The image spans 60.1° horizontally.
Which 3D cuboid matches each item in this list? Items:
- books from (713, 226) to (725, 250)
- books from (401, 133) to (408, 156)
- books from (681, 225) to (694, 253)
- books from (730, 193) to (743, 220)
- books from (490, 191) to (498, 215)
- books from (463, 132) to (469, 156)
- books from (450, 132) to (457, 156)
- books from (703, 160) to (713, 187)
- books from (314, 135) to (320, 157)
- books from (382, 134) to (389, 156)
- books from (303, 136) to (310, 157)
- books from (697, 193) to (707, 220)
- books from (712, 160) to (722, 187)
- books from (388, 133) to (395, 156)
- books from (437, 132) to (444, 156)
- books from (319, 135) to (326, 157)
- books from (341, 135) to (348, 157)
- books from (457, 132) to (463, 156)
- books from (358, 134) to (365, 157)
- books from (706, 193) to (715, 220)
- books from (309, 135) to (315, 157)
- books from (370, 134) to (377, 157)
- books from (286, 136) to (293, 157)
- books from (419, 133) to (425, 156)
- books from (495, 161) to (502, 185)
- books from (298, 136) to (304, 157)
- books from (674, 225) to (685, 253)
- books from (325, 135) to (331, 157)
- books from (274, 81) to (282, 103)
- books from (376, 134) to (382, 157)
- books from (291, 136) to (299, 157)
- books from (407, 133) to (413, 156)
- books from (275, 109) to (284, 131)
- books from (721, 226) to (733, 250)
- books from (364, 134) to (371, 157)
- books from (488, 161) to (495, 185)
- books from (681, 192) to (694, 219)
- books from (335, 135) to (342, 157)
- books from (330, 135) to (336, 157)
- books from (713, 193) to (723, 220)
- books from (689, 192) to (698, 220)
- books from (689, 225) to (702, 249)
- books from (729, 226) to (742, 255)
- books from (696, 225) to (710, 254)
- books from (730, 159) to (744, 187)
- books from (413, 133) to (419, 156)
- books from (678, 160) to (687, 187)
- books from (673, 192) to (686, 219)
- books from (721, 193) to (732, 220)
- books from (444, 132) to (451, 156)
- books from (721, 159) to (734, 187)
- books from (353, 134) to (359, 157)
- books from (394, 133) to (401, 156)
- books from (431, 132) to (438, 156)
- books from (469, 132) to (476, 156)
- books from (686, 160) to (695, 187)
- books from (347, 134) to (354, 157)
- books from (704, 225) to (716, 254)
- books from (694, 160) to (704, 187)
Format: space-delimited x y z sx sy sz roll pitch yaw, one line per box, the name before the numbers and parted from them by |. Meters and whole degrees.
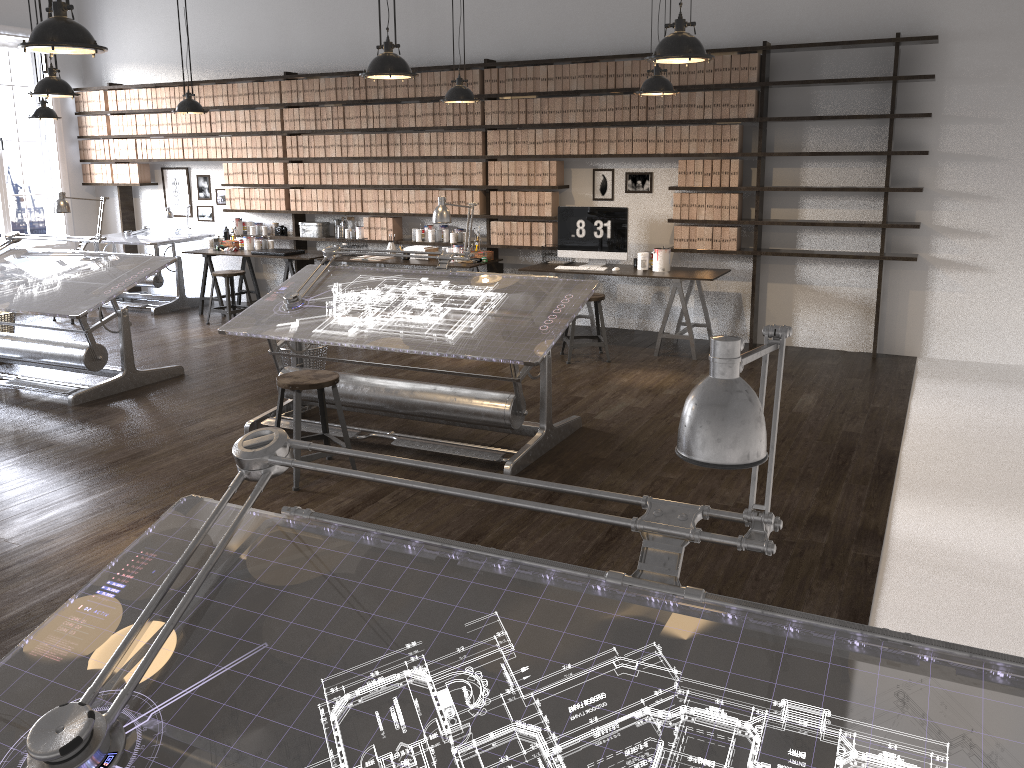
books | 1.750 -1.218 7.481 0.067 0.223 0.176 5 14 25
books | -1.008 -2.329 8.641 0.067 0.223 0.176 5 14 25
books | 1.509 -1.244 7.592 0.067 0.223 0.176 5 14 25
books | 1.867 -1.473 7.369 0.067 0.223 0.176 5 14 25
books | -0.135 -1.701 8.333 0.067 0.223 0.176 5 14 25
books | -0.391 -2.257 8.337 0.067 0.223 0.176 5 14 25
books | -0.514 -2.272 8.400 0.067 0.223 0.176 5 14 25
books | 1.657 -1.764 7.415 0.067 0.223 0.176 5 14 25
books | -1.945 -2.436 9.091 0.067 0.223 0.176 5 14 25
books | -1.205 -2.350 8.730 0.067 0.223 0.176 5 14 25
books | -2.075 -2.450 9.149 0.067 0.223 0.176 5 14 25
books | 1.621 -1.500 7.485 0.067 0.223 0.176 5 14 25
books | 1.722 -1.755 7.378 0.067 0.223 0.176 5 14 25
books | -1.135 -2.344 8.702 0.067 0.223 0.176 5 14 25
books | -0.639 -2.287 8.462 0.067 0.223 0.176 5 14 25
books | -1.887 -2.428 9.057 0.067 0.223 0.176 5 14 25
books | -1.641 -2.401 8.944 0.067 0.223 0.176 5 14 25
books | -0.451 -2.264 8.366 0.067 0.223 0.176 5 14 25
books | -1.452 -2.378 8.848 0.067 0.223 0.176 5 14 25
books | 1.685 -1.492 7.450 0.067 0.223 0.176 5 14 25
books | -2.009 -2.443 9.122 0.067 0.223 0.176 5 14 25
books | -1.329 -2.365 8.793 0.067 0.223 0.176 5 14 25
books | -2.270 -2.473 9.248 0.067 0.223 0.176 5 14 25
books | -0.824 -2.308 8.551 0.067 0.223 0.176 5 14 25
books | -0.090 -1.962 8.254 0.067 0.223 0.176 5 14 25
books | -2.136 -2.458 9.184 0.067 0.223 0.176 5 14 25
books | 1.451 -1.252 7.626 0.067 0.223 0.176 5 14 25
books | -1.825 -2.422 9.032 0.067 0.223 0.176 5 14 25
books | -2.376 -3.018 9.179 0.067 0.223 0.176 5 14 25
books | -1.269 -2.359 8.767 0.067 0.223 0.176 5 14 25
books | -2.206 -2.464 9.211 0.067 0.223 0.176 5 14 25
books | -0.944 -2.322 8.610 0.067 0.223 0.176 5 14 25
books | -2.380 -2.750 9.239 0.067 0.223 0.176 5 14 25
books | 1.814 -1.211 7.453 0.067 0.223 0.176 5 14 25
books | -1.388 -2.371 8.816 0.067 0.223 0.176 5 14 25
books | -0.152 -1.970 8.286 0.067 0.223 0.176 5 14 25
books | 1.497 -1.515 7.547 0.067 0.223 0.176 5 14 25
books | -1.705 -2.407 8.971 0.067 0.223 0.176 5 14 25
books | -1.770 -2.415 9.004 0.067 0.223 0.176 5 14 25
books | 1.745 -1.485 7.422 0.067 0.223 0.176 5 14 25
books | 1.560 -1.508 7.518 0.067 0.223 0.176 5 14 25
books | 1.571 -1.238 7.567 0.067 0.223 0.176 5 14 25
books | 1.869 -1.203 7.419 0.067 0.223 0.176 5 14 25
books | 1.627 -1.231 7.539 0.067 0.223 0.176 5 14 25
books | 1.858 -1.740 7.316 0.067 0.223 0.176 5 14 25
books | -0.886 -2.314 8.576 0.067 0.223 0.176 5 14 25
books | 1.465 -1.785 7.507 0.067 0.223 0.176 5 14 25
books | 1.432 -1.522 7.574 0.067 0.223 0.176 5 14 25
books | 1.803 -1.480 7.398 0.067 0.223 0.176 5 14 25
books | -0.575 -2.280 8.434 0.067 0.223 0.176 5 14 25
books | 1.791 -1.748 7.351 0.067 0.223 0.176 5 14 25
books | -1.516 -2.386 8.882 0.067 0.223 0.176 5 14 25
books | -1.073 -2.336 8.667 0.067 0.223 0.176 5 14 25
books | -0.704 -2.293 8.489 0.067 0.223 0.176 5 14 25
books | -0.333 -2.252 8.314 0.067 0.223 0.176 5 14 25
books | 1.529 -1.778 7.476 0.067 0.223 0.176 5 14 25
books | -1.577 -2.394 8.915 0.067 0.223 0.176 5 14 25
books | 1.685 -1.224 7.508 0.067 0.223 0.176 5 14 25
books | 1.591 -1.770 7.442 0.067 0.223 0.176 5 14 25
